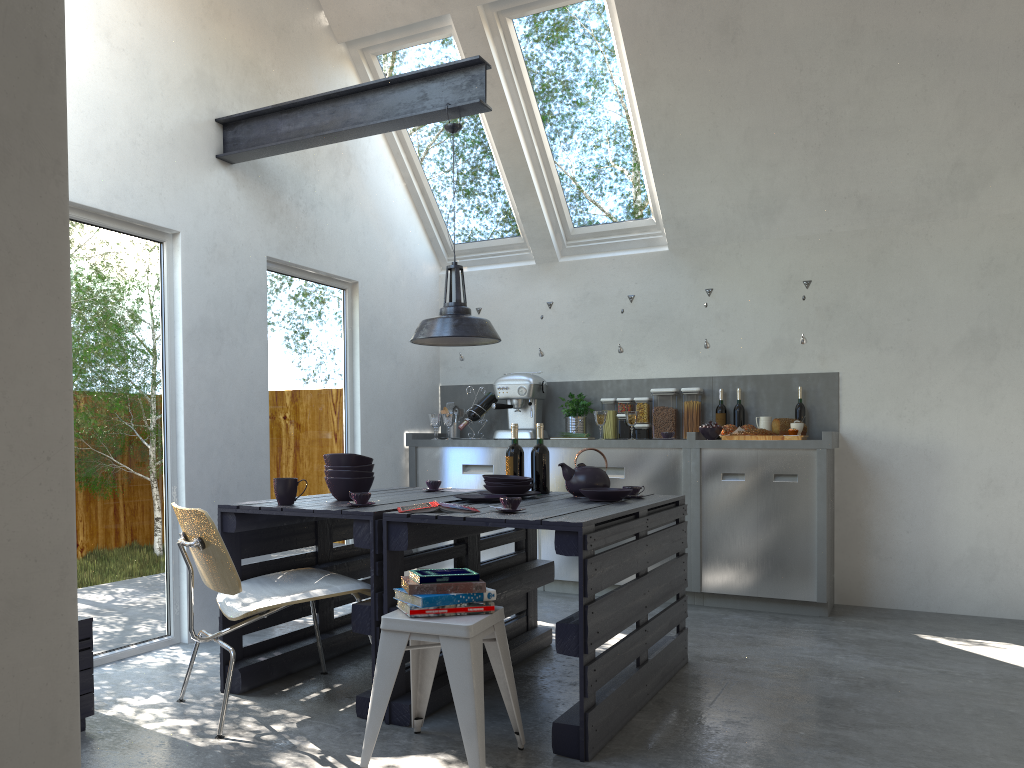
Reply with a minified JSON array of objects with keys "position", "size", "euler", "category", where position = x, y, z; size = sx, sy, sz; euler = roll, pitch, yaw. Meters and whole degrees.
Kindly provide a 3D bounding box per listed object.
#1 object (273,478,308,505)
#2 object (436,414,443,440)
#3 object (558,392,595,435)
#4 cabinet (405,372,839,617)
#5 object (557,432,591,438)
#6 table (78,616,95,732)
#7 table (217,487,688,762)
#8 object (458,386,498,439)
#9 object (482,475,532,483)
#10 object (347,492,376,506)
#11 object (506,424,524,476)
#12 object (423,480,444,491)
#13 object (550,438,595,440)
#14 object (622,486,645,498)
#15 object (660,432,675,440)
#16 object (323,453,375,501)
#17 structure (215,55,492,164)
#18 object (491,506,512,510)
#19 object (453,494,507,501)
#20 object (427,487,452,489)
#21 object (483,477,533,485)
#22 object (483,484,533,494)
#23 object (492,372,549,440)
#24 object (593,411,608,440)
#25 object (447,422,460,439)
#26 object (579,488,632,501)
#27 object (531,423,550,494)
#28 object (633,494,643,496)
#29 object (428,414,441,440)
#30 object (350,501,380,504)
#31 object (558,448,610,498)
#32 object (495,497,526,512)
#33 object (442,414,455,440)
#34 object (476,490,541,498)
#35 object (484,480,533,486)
[{"position":[-0.927,0.447,3.634],"size":[0.135,0.109,0.097],"euler":[-1,-1,19],"category":"object"},{"position":[-0.566,0.324,6.598],"size":[0.098,0.192,0.098],"euler":[0,0,-3],"category":"object"},{"position":[0.452,0.227,6.238],"size":[0.239,0.342,0.259],"euler":[0,0,-21],"category":"object"},{"position":[0.645,0.695,6.024],"size":[3.002,1.479,0.538],"euler":[-1,0,28],"category":"cabinet"},{"position":[0.397,0.352,5.996],"size":[0.294,0.053,0.133],"euler":[-3,-4,42],"category":"object"},{"position":[-1.969,1.052,2.971],"size":[0.551,0.415,0.881],"euler":[-1,-3,26],"category":"table"},{"position":[-0.198,0.912,3.918],"size":[1.686,0.797,1.431],"euler":[-1,-3,27],"category":"table"},{"position":[-0.288,0.216,6.518],"size":[0.313,0.394,0.247],"euler":[0,0,-34],"category":"object"},{"position":[-0.024,0.451,4.046],"size":[0.241,0.058,0.218],"euler":[-2,-3,26],"category":"object"},{"position":[-0.613,0.468,3.559],"size":[0.120,0.056,0.112],"euler":[-1,-3,14],"category":"object"},{"position":[0.015,0.368,4.335],"size":[0.087,0.345,0.095],"euler":[0,1,-25],"category":"object"},{"position":[-0.404,0.525,4.515],"size":[0.120,0.056,0.112],"euler":[-1,-3,14],"category":"object"},{"position":[0.416,0.374,5.987],"size":[0.275,0.012,0.172],"euler":[-2,-4,25],"category":"object"},{"position":[0.546,0.493,3.994],"size":[0.121,0.056,0.111],"euler":[-1,-3,19],"category":"object"},{"position":[1.003,0.335,5.641],"size":[0.123,0.056,0.109],"euler":[-2,-3,42],"category":"object"},{"position":[-0.722,0.412,3.884],"size":[0.204,0.214,0.203],"euler":[0,-1,28],"category":"object"},{"position":[-1.286,-1.331,4.618],"size":[2.657,0.209,0.129],"euler":[-2,-1,28],"category":"structure"},{"position":[-0.047,0.468,3.285],"size":[0.026,0.013,0.140],"euler":[2,-4,-38],"category":"object"},{"position":[-0.140,0.498,3.816],"size":[0.248,0.019,0.221],"euler":[-2,-4,31],"category":"object"},{"position":[-0.377,0.543,4.544],"size":[0.134,0.013,0.027],"euler":[0,-3,6],"category":"object"},{"position":[-0.017,0.463,4.046],"size":[0.242,0.063,0.216],"euler":[-2,-4,31],"category":"object"},{"position":[-0.018,0.491,4.044],"size":[0.220,0.047,0.239],"euler":[1,-3,-23],"category":"object"},{"position":[0.056,0.155,6.338],"size":[0.377,0.501,0.407],"euler":[0,-1,26],"category":"object"},{"position":[0.590,0.277,5.824],"size":[0.096,0.192,0.101],"euler":[0,0,-15],"category":"object"},{"position":[-0.454,0.363,6.762],"size":[0.102,0.132,0.111],"euler":[0,-1,-22],"category":"object"},{"position":[0.409,0.484,3.824],"size":[0.220,0.047,0.239],"euler":[1,-3,-23],"category":"object"},{"position":[0.138,0.365,4.278],"size":[0.086,0.345,0.096],"euler":[-1,1,-30],"category":"object"},{"position":[0.557,0.507,3.953],"size":[0.029,0.013,0.124],"euler":[-2,-4,37],"category":"object"},{"position":[-0.570,0.316,6.456],"size":[0.103,0.192,0.094],"euler":[0,1,20],"category":"object"},{"position":[-0.606,0.487,3.600],"size":[0.126,0.013,0.029],"euler":[1,-3,-25],"category":"object"},{"position":[0.351,0.415,4.085],"size":[0.223,0.233,0.207],"euler":[0,-1,29],"category":"object"},{"position":[-0.005,0.451,3.280],"size":[0.123,0.056,0.109],"euler":[-2,-3,34],"category":"object"},{"position":[-0.469,0.317,6.476],"size":[0.092,0.192,0.104],"euler":[0,1,-41],"category":"object"},{"position":[-0.017,0.512,4.046],"size":[0.280,0.024,0.312],"euler":[2,-4,-32],"category":"object"},{"position":[-0.017,0.476,4.043],"size":[0.241,0.063,0.217],"euler":[-2,-4,31],"category":"object"}]
